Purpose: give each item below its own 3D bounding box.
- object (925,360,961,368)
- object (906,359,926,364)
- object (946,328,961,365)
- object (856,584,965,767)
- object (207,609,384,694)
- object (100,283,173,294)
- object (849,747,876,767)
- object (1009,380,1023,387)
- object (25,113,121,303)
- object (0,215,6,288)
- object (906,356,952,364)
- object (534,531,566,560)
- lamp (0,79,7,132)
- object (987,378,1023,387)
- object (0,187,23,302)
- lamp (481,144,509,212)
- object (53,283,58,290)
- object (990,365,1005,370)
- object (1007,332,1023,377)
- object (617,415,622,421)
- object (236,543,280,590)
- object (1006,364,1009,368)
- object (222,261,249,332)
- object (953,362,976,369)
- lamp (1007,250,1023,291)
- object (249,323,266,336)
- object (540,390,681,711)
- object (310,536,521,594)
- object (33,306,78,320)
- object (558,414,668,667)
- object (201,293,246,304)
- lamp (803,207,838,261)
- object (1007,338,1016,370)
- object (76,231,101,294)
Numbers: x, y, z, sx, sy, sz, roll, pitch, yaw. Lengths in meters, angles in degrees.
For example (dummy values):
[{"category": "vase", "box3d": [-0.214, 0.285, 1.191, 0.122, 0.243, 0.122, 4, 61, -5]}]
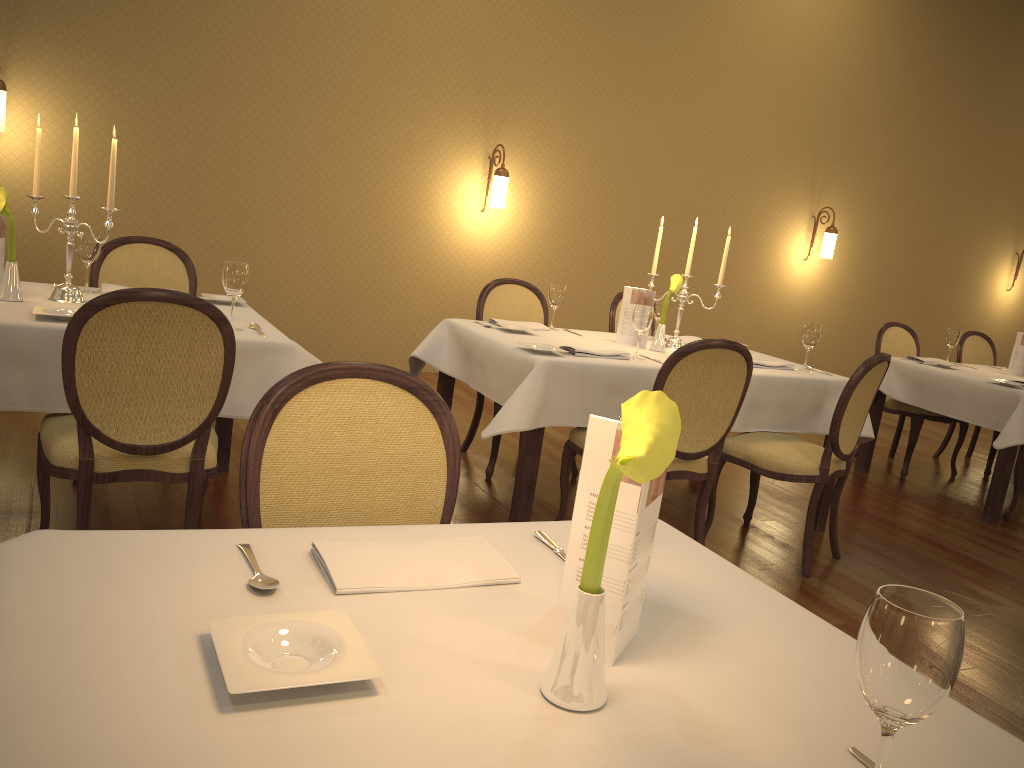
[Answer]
[{"category": "object", "box3d": [2.679, -0.114, 5.498, 0.160, 0.024, 0.160, 3, 12, -27]}, {"category": "object", "box3d": [2.519, -0.146, 5.564, 0.038, 0.015, 0.181, 3, 12, -26]}, {"category": "object", "box3d": [2.867, -0.247, 5.790, 0.088, 0.229, 0.088, 12, 11, 20]}, {"category": "object", "box3d": [0.353, 0.308, 0.824, 0.088, 0.229, 0.088, 12, 11, 20]}, {"category": "object", "box3d": [-0.241, 0.298, 0.971, 0.160, 0.024, 0.160, 3, 12, -27]}, {"category": "object", "box3d": [-1.472, -0.362, 3.502, 0.273, 0.033, 0.142, 3, 12, -27]}, {"category": "object", "box3d": [0.408, 0.417, 0.890, 0.017, 0.010, 0.185, 3, 12, -26]}, {"category": "object", "box3d": [3.003, 0.003, 5.117, 0.273, 0.033, 0.142, 3, 12, -27]}, {"category": "object", "box3d": [-1.530, -0.611, 3.084, 0.390, 0.655, 0.131, 14, 12, 27]}, {"category": "object", "box3d": [-1.767, -0.440, 3.012, 0.166, 0.277, 0.081, 15, 13, 33]}, {"category": "object", "box3d": [2.689, -0.151, 5.711, 0.273, 0.024, 0.142, 3, 12, -27]}, {"category": "object", "box3d": [0.084, 0.271, 1.407, 0.017, 0.010, 0.185, 3, 12, -27]}, {"category": "lamp", "box3d": [-3.011, -1.684, 5.138, 0.114, 0.513, 0.323, 0, 13, -38]}, {"category": "object", "box3d": [2.777, 0.000, 4.968, 0.160, 0.024, 0.160, 3, 12, -27]}, {"category": "object", "box3d": [-1.653, -0.455, 2.900, 0.076, 0.375, 0.163, 7, 11, -6]}, {"category": "lamp", "box3d": [-0.144, -1.534, 6.620, 0.114, 0.513, 0.323, 0, 13, -38]}, {"category": "object", "box3d": [-1.727, -0.364, 3.356, 0.017, 0.010, 0.185, 3, 12, -27]}, {"category": "object", "box3d": [3.300, -0.101, 5.955, 0.017, 0.010, 0.185, 3, 12, -27]}, {"category": "object", "box3d": [3.260, -0.177, 5.611, 0.166, 0.277, 0.081, 15, 13, 33]}, {"category": "object", "box3d": [0.191, 0.169, 1.437, 0.088, 0.229, 0.088, 12, 11, 20]}, {"category": "object", "box3d": [-0.345, 0.244, 1.199, 0.038, 0.015, 0.181, 3, 12, -26]}, {"category": "object", "box3d": [3.555, -0.099, 6.100, 0.273, 0.033, 0.142, 3, 12, -27]}, {"category": "object", "box3d": [-0.950, -0.299, 3.030, 0.088, 0.229, 0.088, 12, 11, 20]}, {"category": "object", "box3d": [2.960, -0.119, 5.779, 0.017, 0.010, 0.185, 3, 12, -27]}, {"category": "lamp", "box3d": [5.533, -1.236, 9.555, 0.114, 0.513, 0.323, 0, 13, -38]}, {"category": "object", "box3d": [-0.885, -0.190, 3.085, 0.038, 0.015, 0.181, 3, 12, -26]}, {"category": "object", "box3d": [0.099, 0.177, 0.922, 0.076, 0.375, 0.163, 7, 11, -6]}, {"category": "object", "box3d": [-0.138, 0.258, 1.277, 0.273, 0.024, 0.142, 3, 12, -27]}, {"category": "object", "box3d": [-1.410, -0.215, 2.783, 0.160, 0.024, 0.160, 3, 12, -27]}, {"category": "object", "box3d": [0.148, 0.195, 1.142, 0.081, 0.277, 0.166, 4, 11, -21]}, {"category": "object", "box3d": [-1.186, -0.343, 3.644, 0.160, 0.024, 0.160, 3, 12, -27]}, {"category": "lamp", "box3d": [2.841, -1.377, 8.164, 0.114, 0.513, 0.323, 0, 13, -38]}, {"category": "object", "box3d": [3.411, -0.201, 5.975, 0.088, 0.229, 0.088, 11, 11, 14]}, {"category": "object", "box3d": [-1.616, -0.464, 3.377, 0.088, 0.229, 0.088, 12, 11, 20]}]
